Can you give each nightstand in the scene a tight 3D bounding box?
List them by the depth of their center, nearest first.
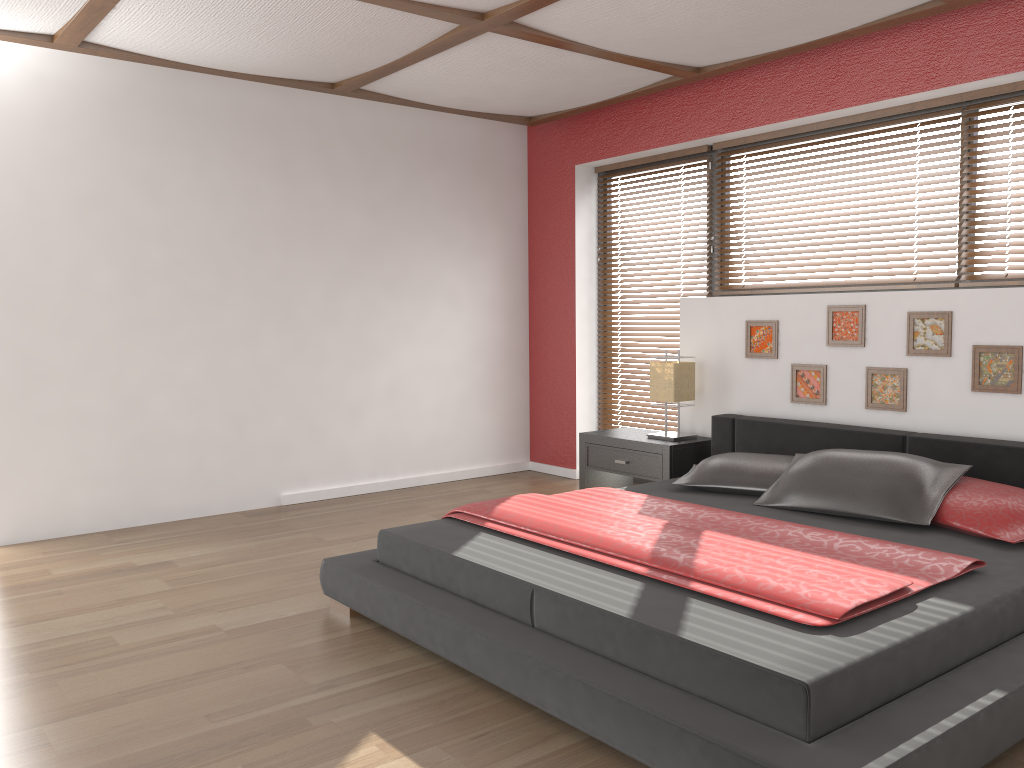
[{"bbox_3d":[0.761,0.504,5.036,0.413,0.423,0.700,-4,5,-38],"label":"nightstand"}]

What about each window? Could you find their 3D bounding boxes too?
[{"bbox_3d":[2.131,-0.882,4.135,0.020,0.786,2.817,-4,5,-38],"label":"window"},{"bbox_3d":[0.933,-0.443,5.710,0.020,1.893,0.889,-4,5,-38],"label":"window"}]

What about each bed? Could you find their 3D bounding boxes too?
[{"bbox_3d":[0.801,0.550,3.359,2.413,0.577,2.469,-4,5,-38],"label":"bed"}]

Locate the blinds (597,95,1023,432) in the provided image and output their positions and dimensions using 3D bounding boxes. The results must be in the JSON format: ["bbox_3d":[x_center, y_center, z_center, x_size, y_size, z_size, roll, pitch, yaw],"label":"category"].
[{"bbox_3d":[2.081,-0.302,4.139,0.032,1.952,4.840,-4,5,-38],"label":"blinds"}]

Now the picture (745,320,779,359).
[{"bbox_3d":[1.313,-0.234,4.664,0.010,0.200,0.200,-4,5,-38],"label":"picture"}]

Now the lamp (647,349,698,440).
[{"bbox_3d":[0.886,0.050,4.901,0.200,0.480,0.200,-4,5,-38],"label":"lamp"}]

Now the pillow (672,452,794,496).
[{"bbox_3d":[1.129,0.410,4.010,0.745,0.172,0.418,2,5,27],"label":"pillow"}]

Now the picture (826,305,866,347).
[{"bbox_3d":[1.610,-0.280,4.278,0.010,0.200,0.200,-4,5,-38],"label":"picture"}]

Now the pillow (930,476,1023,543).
[{"bbox_3d":[1.733,0.455,3.327,0.418,0.172,0.745,-2,4,-19],"label":"pillow"}]

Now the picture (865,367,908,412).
[{"bbox_3d":[1.743,0.023,4.134,0.010,0.200,0.200,-4,5,-38],"label":"picture"}]

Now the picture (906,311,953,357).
[{"bbox_3d":[1.862,-0.224,3.960,0.010,0.200,0.200,-4,5,-38],"label":"picture"}]

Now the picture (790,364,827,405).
[{"bbox_3d":[1.490,0.001,4.457,0.010,0.200,0.200,-4,5,-38],"label":"picture"}]

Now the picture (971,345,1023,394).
[{"bbox_3d":[2.044,-0.063,3.741,0.010,0.200,0.200,-4,5,-38],"label":"picture"}]

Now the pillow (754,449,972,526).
[{"bbox_3d":[1.376,0.390,3.551,0.386,0.241,0.744,-4,6,-42],"label":"pillow"}]
